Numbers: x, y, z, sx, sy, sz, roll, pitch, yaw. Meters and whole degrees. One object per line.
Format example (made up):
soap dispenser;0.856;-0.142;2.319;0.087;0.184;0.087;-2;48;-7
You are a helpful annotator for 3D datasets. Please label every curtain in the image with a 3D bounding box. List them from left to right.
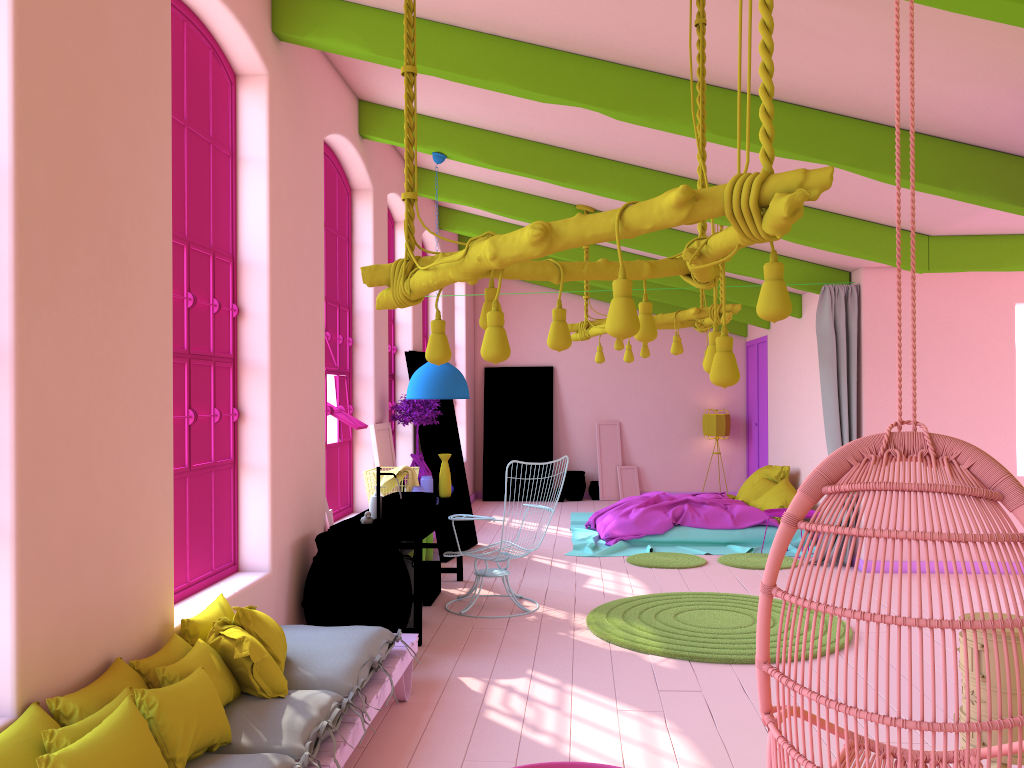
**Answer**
curtain;3.235;0.420;8.792;0.518;2.785;0.525;0;0;-15

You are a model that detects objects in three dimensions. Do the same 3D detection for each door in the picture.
door;-0.757;0.751;9.734;0.450;2.211;1.153;0;0;14
door;0.102;0.811;14.601;1.153;2.211;0.450;0;0;4
door;3.787;0.597;13.697;0.108;2.590;1.677;0;0;4

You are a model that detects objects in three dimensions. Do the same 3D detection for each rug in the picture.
rug;1.587;1.816;9.134;0.792;0.021;0.792;0;-1;-13
rug;1.509;1.773;6.590;1.889;0.050;1.889;0;-1;-8
rug;2.520;1.810;9.062;0.792;0.021;0.792;-1;-1;32

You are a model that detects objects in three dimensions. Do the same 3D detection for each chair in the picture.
chair;-0.102;1.198;7.175;0.925;1.238;1.078;-1;0;39
chair;1.162;-0.110;2.599;0.860;3.129;0.806;0;0;24

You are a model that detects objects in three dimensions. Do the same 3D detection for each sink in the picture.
sink;-0.750;0.907;6.538;0.340;0.194;0.609;0;-1;4

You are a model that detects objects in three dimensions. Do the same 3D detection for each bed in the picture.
bed;2.078;1.601;11.113;2.802;0.514;3.576;0;-1;4

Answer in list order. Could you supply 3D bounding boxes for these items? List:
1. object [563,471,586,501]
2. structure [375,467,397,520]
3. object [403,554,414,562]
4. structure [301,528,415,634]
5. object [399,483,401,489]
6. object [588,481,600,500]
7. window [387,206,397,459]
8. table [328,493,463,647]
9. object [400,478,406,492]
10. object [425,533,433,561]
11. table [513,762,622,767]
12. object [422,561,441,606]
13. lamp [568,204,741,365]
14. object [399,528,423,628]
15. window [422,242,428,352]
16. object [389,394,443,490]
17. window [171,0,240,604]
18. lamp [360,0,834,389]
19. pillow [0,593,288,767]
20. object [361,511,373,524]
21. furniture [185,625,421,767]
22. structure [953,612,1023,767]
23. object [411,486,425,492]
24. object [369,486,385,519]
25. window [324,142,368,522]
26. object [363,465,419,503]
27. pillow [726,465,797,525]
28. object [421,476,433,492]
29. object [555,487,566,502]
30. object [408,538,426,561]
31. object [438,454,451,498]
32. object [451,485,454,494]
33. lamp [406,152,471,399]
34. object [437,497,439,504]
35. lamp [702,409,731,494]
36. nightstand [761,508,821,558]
object;1.020;1.666;14.513;0.386;0.471;0.386;0;-1;-43
structure;-0.938;0.809;6.528;0.166;0.397;0.087;0;0;14
object;-0.907;1.588;7.377;0.300;0.448;0.672;0;-1;-20
structure;-0.986;1.378;5.693;0.718;0.845;0.718;0;0;-28
object;-1.193;1.022;8.763;0.182;0.222;0.182;0;0;-13
object;1.378;1.751;14.559;0.260;0.306;0.260;-1;0;37
window;-1.307;-0.375;8.896;0.072;3.047;1.275;0;0;4
table;-0.867;1.407;7.197;0.655;0.821;2.193;0;-1;4
object;-1.180;0.999;8.972;0.223;0.272;0.223;0;0;-8
object;-0.882;1.610;9.000;0.137;0.462;0.284;0;0;-11
table;0.211;1.613;3.025;0.885;0.285;0.885;-1;-1;30
object;-0.863;1.683;7.519;0.446;0.277;0.521;0;-1;4
lamp;1.512;-1.244;8.523;1.610;2.264;1.775;0;0;-14
object;-0.033;0.967;2.867;2.827;1.580;7.865;0;-1;5
window;-1.171;-0.341;10.799;0.214;3.009;1.514;0;0;4
object;-0.862;0.543;7.994;0.441;0.950;0.502;0;0;-36
window;-1.648;-0.431;4.530;0.072;3.047;1.275;0;0;4
lamp;0.342;-1.114;3.055;1.610;2.264;1.775;0;0;-14
pillow;-1.233;1.151;3.344;0.578;0.399;1.997;0;-1;4
object;-1.031;0.949;6.317;0.088;0.088;0.086;0;0;21
furniture;-1.057;1.515;3.412;0.907;0.507;3.776;0;-1;4
structure;1.997;0.344;3.375;0.577;2.814;0.403;0;0;22
object;-0.743;0.914;7.035;0.109;0.197;0.109;0;0;-3
object;-0.940;0.888;6.787;0.165;0.250;0.411;-1;-1;40
window;-1.462;-0.391;6.983;0.492;3.003;1.497;0;0;4
object;-0.944;0.836;7.229;0.444;0.369;0.633;0;-1;4
pillow;3.183;1.433;11.285;0.848;0.822;2.617;0;-1;-6
object;-0.754;0.916;7.860;0.109;0.197;0.109;-1;0;42
object;0.783;1.788;14.311;0.199;0.234;0.199;0;0;-28
object;-0.981;1.472;8.679;0.218;0.733;0.451;0;0;4
object;-0.598;0.819;7.918;0.116;0.383;0.116;0;0;-22
object;-0.601;0.902;8.118;0.132;0.219;0.132;0;0;21
lamp;-0.607;-0.878;7.211;0.529;2.002;0.529;0;0;36
object;-0.693;0.983;7.477;0.137;0.076;0.076;-1;-1;24
lamp;3.320;1.137;14.275;0.491;1.466;0.476;0;0;34
nightstand;3.004;1.595;9.493;0.596;0.458;0.596;-1;-1;42
